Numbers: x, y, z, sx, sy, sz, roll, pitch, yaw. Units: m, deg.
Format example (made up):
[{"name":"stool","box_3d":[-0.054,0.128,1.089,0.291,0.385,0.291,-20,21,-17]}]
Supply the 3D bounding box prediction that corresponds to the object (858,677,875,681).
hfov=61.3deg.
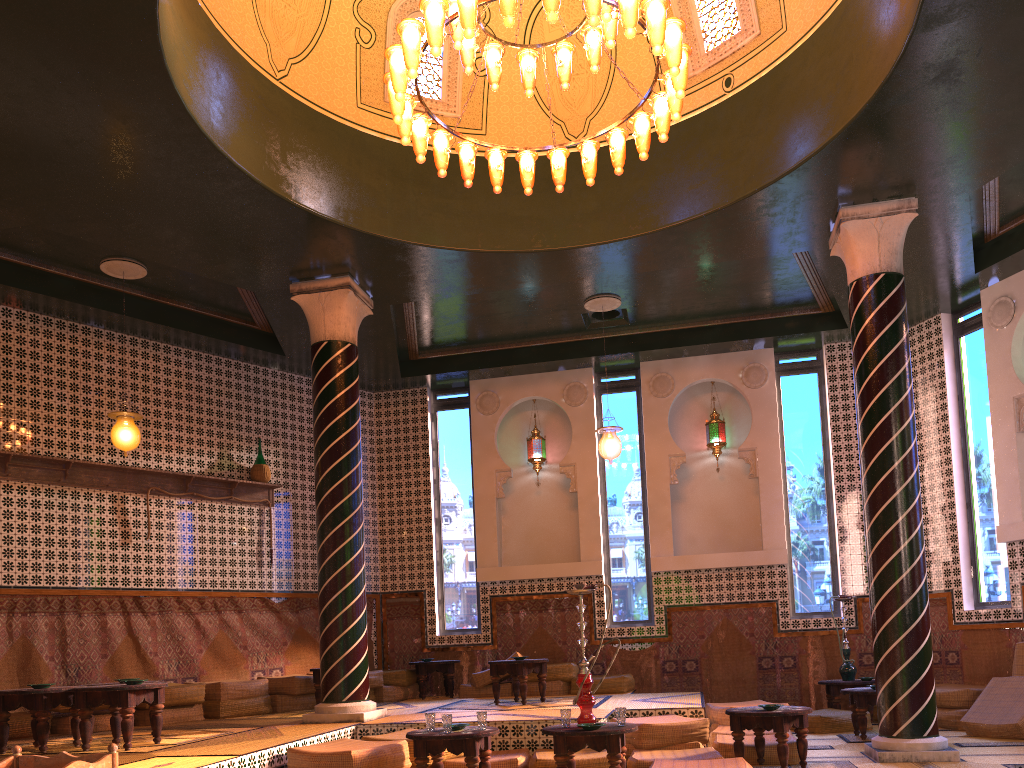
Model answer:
[{"name":"object","box_3d":[5.080,4.227,12.365,0.253,0.044,0.258,-10,-18,25]}]

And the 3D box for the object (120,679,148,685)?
[{"name":"object","box_3d":[-3.597,2.844,8.221,0.253,0.044,0.258,-10,-18,25]}]

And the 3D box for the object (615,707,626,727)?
[{"name":"object","box_3d":[0.942,2.880,7.465,0.092,0.160,0.094,-1,-7,-11]}]

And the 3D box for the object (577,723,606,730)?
[{"name":"object","box_3d":[0.671,2.903,7.306,0.252,0.044,0.259,8,-19,-32]}]

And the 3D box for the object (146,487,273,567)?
[{"name":"object","box_3d":[-4.336,2.101,12.518,0.061,1.025,2.014,-6,-13,41]}]

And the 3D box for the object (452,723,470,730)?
[{"name":"object","box_3d":[-0.500,3.106,7.812,0.252,0.044,0.259,8,-19,-32]}]

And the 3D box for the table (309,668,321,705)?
[{"name":"table","box_3d":[-2.448,4.337,12.300,0.843,0.576,0.865,-6,-13,17]}]

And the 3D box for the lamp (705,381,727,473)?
[{"name":"lamp","box_3d":[3.311,0.681,14.055,0.326,1.538,0.366,2,-6,-45]}]

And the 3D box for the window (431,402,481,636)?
[{"name":"window","box_3d":[-0.933,2.305,14.815,0.776,3.932,0.092,-3,-4,12]}]

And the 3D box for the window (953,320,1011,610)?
[{"name":"window","box_3d":[6.572,1.112,11.935,0.091,3.932,0.789,-1,-4,-18]}]

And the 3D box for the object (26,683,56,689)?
[{"name":"object","box_3d":[-4.520,2.906,8.291,0.252,0.044,0.259,8,-19,-32]}]

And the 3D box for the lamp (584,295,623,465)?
[{"name":"lamp","box_3d":[1.322,-0.015,12.047,0.519,2.279,0.528,-3,-4,0]}]

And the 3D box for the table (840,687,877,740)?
[{"name":"table","box_3d":[4.514,4.062,10.650,0.840,0.576,0.868,3,-14,-24]}]

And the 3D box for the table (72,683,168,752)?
[{"name":"table","box_3d":[-3.722,3.169,8.226,0.846,0.576,0.862,8,-16,-38]}]

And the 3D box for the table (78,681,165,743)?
[{"name":"table","box_3d":[-4.067,3.418,9.007,0.846,0.576,0.862,8,-16,-38]}]

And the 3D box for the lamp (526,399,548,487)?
[{"name":"lamp","box_3d":[0.410,0.983,14.639,0.362,1.538,0.329,2,-6,-45]}]

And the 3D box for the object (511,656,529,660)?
[{"name":"object","box_3d":[0.107,3.763,11.834,0.253,0.044,0.258,-10,-18,25]}]

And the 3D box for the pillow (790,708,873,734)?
[{"name":"pillow","box_3d":[4.296,4.622,11.816,0.975,0.272,0.985,2,-16,-17]}]

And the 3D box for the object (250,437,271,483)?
[{"name":"object","box_3d":[-3.816,1.159,13.093,0.301,0.709,0.307,2,-7,-37]}]

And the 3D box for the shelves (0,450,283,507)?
[{"name":"shelves","box_3d":[-5.097,1.274,11.629,0.260,0.335,4.558,-10,-17,40]}]

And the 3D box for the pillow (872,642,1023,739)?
[{"name":"pillow","box_3d":[6.317,3.573,10.127,1.405,1.163,5.975,1,-17,-18]}]

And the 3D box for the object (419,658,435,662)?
[{"name":"object","box_3d":[-1.367,4.432,13.851,0.253,0.044,0.258,-10,-18,25]}]

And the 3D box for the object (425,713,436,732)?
[{"name":"object","box_3d":[-0.736,3.050,7.784,0.092,0.160,0.094,2,-8,-31]}]

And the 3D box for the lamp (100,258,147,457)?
[{"name":"lamp","box_3d":[-4.622,-0.272,10.314,0.519,2.279,0.528,-3,-4,0]}]

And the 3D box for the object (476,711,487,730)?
[{"name":"object","box_3d":[-0.267,3.000,7.687,0.092,0.160,0.094,-1,-7,-11]}]

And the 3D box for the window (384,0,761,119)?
[{"name":"window","box_3d":[0.231,-4.416,7.277,5.570,1.137,5.900,12,-21,-40]}]

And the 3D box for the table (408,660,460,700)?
[{"name":"table","box_3d":[-1.244,4.778,13.950,0.850,0.576,0.859,-10,-14,29]}]

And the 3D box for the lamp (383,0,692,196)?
[{"name":"lamp","box_3d":[0.115,-4.386,7.166,2.485,4.526,2.520,-5,-7,19]}]

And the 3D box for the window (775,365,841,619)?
[{"name":"window","box_3d":[4.654,1.711,13.650,0.776,3.932,0.092,-3,-4,12]}]

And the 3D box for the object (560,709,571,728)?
[{"name":"object","box_3d":[0.473,2.930,7.563,0.092,0.160,0.094,-4,-7,14]}]

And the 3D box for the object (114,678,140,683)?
[{"name":"object","box_3d":[-3.983,3.074,8.932,0.250,0.044,0.261,-2,-16,-3]}]

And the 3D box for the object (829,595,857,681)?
[{"name":"object","box_3d":[4.824,3.700,12.587,0.465,1.233,0.305,2,-7,-42]}]

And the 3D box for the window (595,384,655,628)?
[{"name":"window","box_3d":[1.861,2.008,14.233,0.776,3.932,0.092,-3,-4,12]}]

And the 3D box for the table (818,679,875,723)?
[{"name":"table","box_3d":[4.907,4.610,12.549,0.845,0.576,0.863,-7,-14,20]}]

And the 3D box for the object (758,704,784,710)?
[{"name":"object","box_3d":[2.548,3.183,8.496,0.250,0.044,0.261,-2,-16,-3]}]

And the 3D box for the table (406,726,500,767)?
[{"name":"table","box_3d":[-0.518,3.396,7.711,0.838,0.576,0.870,-3,-13,2]}]

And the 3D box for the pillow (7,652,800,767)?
[{"name":"pillow","box_3d":[-1.905,3.767,9.662,10.070,1.239,10.284,-6,-17,11]}]

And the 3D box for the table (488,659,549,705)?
[{"name":"table","box_3d":[0.097,4.080,11.822,0.846,0.576,0.862,-8,-14,23]}]

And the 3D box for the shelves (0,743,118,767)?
[{"name":"shelves","box_3d":[-2.556,2.467,4.190,0.749,1.263,1.221,-4,-10,12]}]

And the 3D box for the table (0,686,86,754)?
[{"name":"table","box_3d":[-4.548,3.233,8.321,0.846,0.576,0.862,8,-16,-38]}]

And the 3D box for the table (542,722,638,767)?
[{"name":"table","box_3d":[0.690,3.283,7.516,0.840,0.576,0.868,3,-14,-24]}]

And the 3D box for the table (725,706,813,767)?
[{"name":"table","box_3d":[2.562,3.525,8.568,0.848,0.576,0.860,9,-17,-42]}]

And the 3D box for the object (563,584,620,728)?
[{"name":"object","box_3d":[0.700,2.370,7.555,0.467,1.231,0.304,-5,-5,28]}]

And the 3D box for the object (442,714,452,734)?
[{"name":"object","box_3d":[-0.566,2.971,7.546,0.092,0.160,0.094,-1,-7,-11]}]

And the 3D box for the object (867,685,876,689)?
[{"name":"object","box_3d":[4.493,3.728,10.614,0.253,0.044,0.258,-10,-18,25]}]
